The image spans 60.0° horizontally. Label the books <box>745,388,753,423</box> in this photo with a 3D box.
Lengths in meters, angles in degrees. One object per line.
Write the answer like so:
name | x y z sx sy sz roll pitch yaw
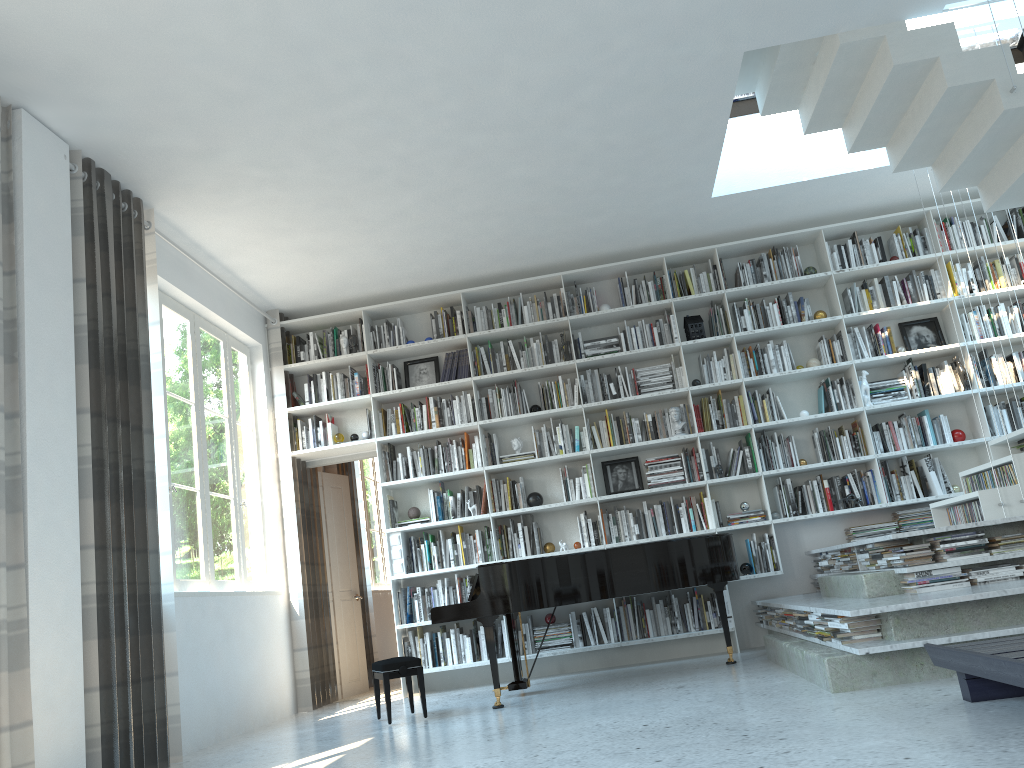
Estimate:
books | 1.862 0.198 7.008 0.006 0.318 0.165 -9 -13 5

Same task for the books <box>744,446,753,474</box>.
books | 1.837 0.610 6.918 0.029 0.222 0.171 -9 -13 5

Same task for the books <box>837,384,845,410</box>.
books | 2.558 0.129 6.935 0.012 0.224 0.178 -9 -13 5

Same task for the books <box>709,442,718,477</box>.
books | 1.586 0.614 6.966 0.013 0.306 0.141 -9 -13 5

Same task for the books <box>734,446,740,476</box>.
books | 1.751 0.622 6.945 0.094 0.238 0.150 -9 -13 5

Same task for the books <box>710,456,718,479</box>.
books | 1.573 0.669 6.940 0.027 0.191 0.183 -9 -14 5

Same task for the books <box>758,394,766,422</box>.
books | 1.970 0.215 7.008 0.013 0.255 0.145 -9 -13 5

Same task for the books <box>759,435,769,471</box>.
books | 1.967 0.556 6.929 0.018 0.294 0.178 -9 -13 5

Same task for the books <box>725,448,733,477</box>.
books | 1.691 0.634 6.931 0.095 0.227 0.190 -9 -13 5

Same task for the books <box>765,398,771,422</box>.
books | 2.011 0.230 6.995 0.014 0.208 0.157 -9 -13 5

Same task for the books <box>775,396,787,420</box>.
books | 2.108 0.210 6.968 0.051 0.209 0.177 -9 -13 5

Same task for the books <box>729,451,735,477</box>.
books | 1.709 0.641 6.932 0.089 0.209 0.176 -9 -13 5

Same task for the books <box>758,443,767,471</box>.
books | 1.958 0.589 6.937 0.011 0.238 0.136 -9 -13 5

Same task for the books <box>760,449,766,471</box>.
books | 1.948 0.613 6.924 0.015 0.188 0.168 -9 -14 5

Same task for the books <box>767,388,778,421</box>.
books | 2.053 0.185 7.000 0.013 0.286 0.159 -9 -13 5

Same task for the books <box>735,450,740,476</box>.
books | 1.758 0.636 6.951 0.090 0.214 0.139 -9 -13 5

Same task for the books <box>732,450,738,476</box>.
books | 1.738 0.639 6.945 0.090 0.211 0.143 -9 -13 5

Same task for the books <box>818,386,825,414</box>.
books | 2.428 0.148 6.965 0.056 0.240 0.154 -9 -13 5

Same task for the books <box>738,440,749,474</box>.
books | 1.815 0.588 6.948 0.013 0.285 0.139 -9 -13 5

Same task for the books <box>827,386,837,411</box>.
books | 2.495 0.143 6.944 0.013 0.218 0.187 -9 -13 5

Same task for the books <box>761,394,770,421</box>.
books | 1.998 0.216 7.000 0.008 0.242 0.169 -9 -13 5

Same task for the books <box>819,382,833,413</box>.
books | 2.462 0.128 6.959 0.021 0.263 0.174 -9 -13 5

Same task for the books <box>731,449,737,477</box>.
books | 1.727 0.635 6.952 0.095 0.225 0.144 -9 -13 5

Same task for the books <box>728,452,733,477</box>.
books | 1.702 0.640 6.948 0.088 0.219 0.139 -9 -13 5

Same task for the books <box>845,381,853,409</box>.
books | 2.624 0.111 6.946 0.013 0.244 0.159 -9 -13 5

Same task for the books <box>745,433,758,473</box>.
books | 1.873 0.556 6.935 0.014 0.324 0.183 -9 -13 5

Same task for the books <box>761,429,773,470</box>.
books | 1.996 0.532 6.946 0.007 0.341 0.150 -9 -13 5

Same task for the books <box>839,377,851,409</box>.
books | 2.594 0.097 6.930 0.012 0.273 0.184 -9 -13 5

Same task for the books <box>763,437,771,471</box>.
books | 1.979 0.561 6.924 0.006 0.280 0.155 -9 -13 5

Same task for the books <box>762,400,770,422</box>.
books | 1.986 0.236 6.970 0.017 0.191 0.192 -9 -14 5

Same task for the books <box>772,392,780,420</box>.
books | 2.078 0.199 7.002 0.007 0.253 0.161 -9 -13 5

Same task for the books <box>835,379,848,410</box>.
books | 2.575 0.105 6.954 0.032 0.274 0.155 -9 -13 5

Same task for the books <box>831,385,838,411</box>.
books | 2.518 0.138 6.960 0.007 0.229 0.147 -9 -13 5

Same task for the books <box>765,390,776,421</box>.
books | 2.039 0.194 6.994 0.006 0.269 0.178 -9 -13 5

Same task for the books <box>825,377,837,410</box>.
books | 2.504 0.108 6.967 0.013 0.294 0.154 -9 -13 5

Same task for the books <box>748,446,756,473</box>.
books | 1.863 0.607 6.928 0.021 0.226 0.148 -9 -13 5

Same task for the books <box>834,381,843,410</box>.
books | 2.543 0.116 6.947 0.015 0.259 0.152 -9 -13 5

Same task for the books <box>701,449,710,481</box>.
books | 1.518 0.649 6.976 0.024 0.263 0.154 -9 -13 5

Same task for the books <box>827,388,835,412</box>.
books | 2.486 0.149 6.944 0.006 0.209 0.188 -9 -14 5

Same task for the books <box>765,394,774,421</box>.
books | 2.031 0.211 7.001 0.017 0.242 0.133 -9 -13 5

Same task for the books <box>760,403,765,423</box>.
books | 1.960 0.246 6.997 0.014 0.192 0.147 -9 -13 5

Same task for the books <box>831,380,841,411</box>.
books | 2.526 0.117 6.948 0.018 0.262 0.165 -9 -13 5

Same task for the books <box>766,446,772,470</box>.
books | 1.995 0.598 6.922 0.013 0.204 0.154 -9 -13 5

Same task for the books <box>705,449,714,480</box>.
books | 1.544 0.649 6.969 0.028 0.252 0.143 -9 -13 5

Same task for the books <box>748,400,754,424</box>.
books | 1.881 0.246 7.009 0.015 0.219 0.155 -9 -13 5

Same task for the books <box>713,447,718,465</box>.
books | 1.603 0.634 6.969 0.012 0.265 0.158 -9 -13 5

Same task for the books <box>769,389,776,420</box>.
books | 2.045 0.193 7.000 0.006 0.273 0.167 -9 -13 5

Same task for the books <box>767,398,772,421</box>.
books | 2.020 0.225 6.987 0.007 0.211 0.158 -9 -13 5

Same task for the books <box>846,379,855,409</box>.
books | 2.633 0.102 6.928 0.011 0.252 0.169 -9 -13 5

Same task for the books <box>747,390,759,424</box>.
books | 1.895 0.208 7.006 0.035 0.287 0.192 -9 -13 5

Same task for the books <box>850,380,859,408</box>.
books | 2.667 0.101 6.930 0.010 0.245 0.159 -9 -13 5

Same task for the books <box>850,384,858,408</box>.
books | 2.655 0.122 6.937 0.023 0.211 0.164 -9 -13 5

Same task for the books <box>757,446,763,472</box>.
books | 1.922 0.598 6.927 0.012 0.225 0.147 -9 -13 5

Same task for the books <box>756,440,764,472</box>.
books | 1.929 0.576 6.924 0.010 0.266 0.158 -9 -13 5

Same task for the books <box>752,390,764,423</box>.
books | 1.938 0.202 6.985 0.013 0.278 0.192 -9 -13 5

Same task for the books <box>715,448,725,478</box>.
books | 1.627 0.639 6.966 0.035 0.248 0.141 -9 -13 5

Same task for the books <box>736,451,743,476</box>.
books | 1.770 0.637 6.938 0.091 0.204 0.169 -9 -13 5

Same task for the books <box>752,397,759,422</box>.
books | 1.922 0.230 7.018 0.007 0.243 0.146 -9 -13 5
